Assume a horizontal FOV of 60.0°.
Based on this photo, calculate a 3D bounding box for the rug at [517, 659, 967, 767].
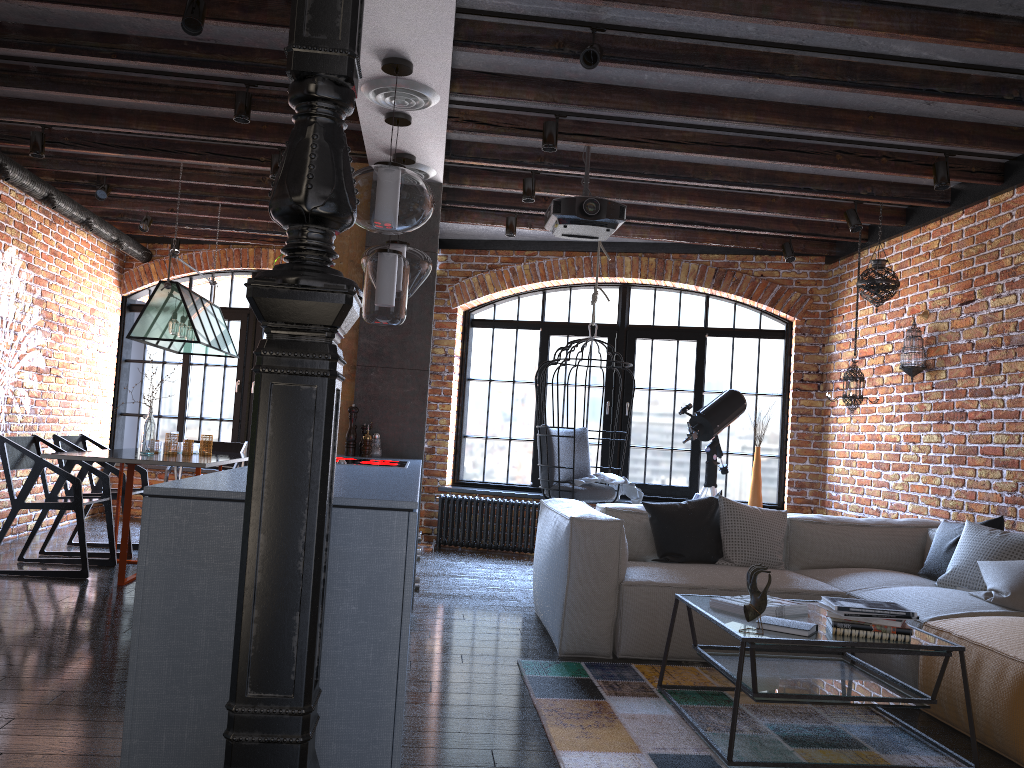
[{"bbox_3d":[0.843,1.224,2.875,1.432,0.013,2.365,4,-3,-5],"label":"rug"}]

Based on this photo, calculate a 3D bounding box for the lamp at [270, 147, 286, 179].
[{"bbox_3d":[-1.466,-1.386,5.567,0.082,0.184,0.113,6,-4,-39],"label":"lamp"}]

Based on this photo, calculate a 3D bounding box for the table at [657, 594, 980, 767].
[{"bbox_3d":[1.062,1.050,3.239,0.842,0.388,0.849,4,-3,-5],"label":"table"}]

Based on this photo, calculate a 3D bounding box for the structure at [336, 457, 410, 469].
[{"bbox_3d":[-0.728,0.365,4.062,0.504,0.057,0.764,4,-3,-5],"label":"structure"}]

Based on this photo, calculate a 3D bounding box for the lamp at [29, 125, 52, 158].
[{"bbox_3d":[-2.885,-1.484,5.415,0.123,0.188,0.083,2,-3,29],"label":"lamp"}]

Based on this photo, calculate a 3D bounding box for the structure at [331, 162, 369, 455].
[{"bbox_3d":[-1.131,-0.026,6.491,0.206,2.380,2.830,4,-3,-5],"label":"structure"}]

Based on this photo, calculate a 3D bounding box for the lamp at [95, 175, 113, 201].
[{"bbox_3d":[-2.965,-1.422,6.450,0.093,0.201,0.162,4,-3,-12],"label":"lamp"}]

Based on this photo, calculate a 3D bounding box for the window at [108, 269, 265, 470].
[{"bbox_3d":[-2.489,-0.142,8.416,3.144,2.232,0.177,3,-3,12],"label":"window"}]

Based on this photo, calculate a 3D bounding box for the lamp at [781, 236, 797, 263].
[{"bbox_3d":[2.176,-1.057,6.973,0.093,0.208,0.134,5,-4,-30],"label":"lamp"}]

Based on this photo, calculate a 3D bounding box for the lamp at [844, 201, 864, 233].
[{"bbox_3d":[2.278,-1.112,5.918,0.090,0.208,0.134,6,-4,-38],"label":"lamp"}]

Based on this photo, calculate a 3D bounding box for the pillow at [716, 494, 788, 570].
[{"bbox_3d":[1.307,0.806,4.802,0.543,0.402,0.250,5,-3,-23],"label":"pillow"}]

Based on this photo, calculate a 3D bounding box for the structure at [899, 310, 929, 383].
[{"bbox_3d":[2.618,-0.250,5.782,0.169,0.482,0.169,4,-3,-5],"label":"structure"}]

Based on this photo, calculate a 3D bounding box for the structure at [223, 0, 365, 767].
[{"bbox_3d":[3.215,0.217,3.448,8.516,2.393,0.481,5,-3,-25],"label":"structure"}]

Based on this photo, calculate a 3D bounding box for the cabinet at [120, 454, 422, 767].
[{"bbox_3d":[-0.689,0.745,3.444,0.607,0.844,2.961,4,-3,-5],"label":"cabinet"}]

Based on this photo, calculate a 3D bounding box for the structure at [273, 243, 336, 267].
[{"bbox_3d":[-1.124,-0.667,5.288,0.571,0.620,0.422,6,-4,-36],"label":"structure"}]

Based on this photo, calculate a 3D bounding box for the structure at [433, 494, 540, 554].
[{"bbox_3d":[-0.119,1.206,7.495,1.115,0.476,0.106,3,-3,12],"label":"structure"}]

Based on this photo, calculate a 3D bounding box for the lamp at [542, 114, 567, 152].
[{"bbox_3d":[0.222,-1.329,4.694,0.119,0.184,0.082,4,-3,-9],"label":"lamp"}]

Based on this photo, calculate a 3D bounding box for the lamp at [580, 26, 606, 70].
[{"bbox_3d":[0.334,-1.375,3.644,0.092,0.201,0.162,3,-3,11],"label":"lamp"}]

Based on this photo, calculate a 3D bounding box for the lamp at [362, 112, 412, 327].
[{"bbox_3d":[-0.545,-0.735,3.991,0.194,0.955,0.198,2,-3,25],"label":"lamp"}]

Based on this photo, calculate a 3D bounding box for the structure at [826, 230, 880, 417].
[{"bbox_3d":[2.402,-0.489,6.181,0.389,1.436,0.338,4,-3,-5],"label":"structure"}]

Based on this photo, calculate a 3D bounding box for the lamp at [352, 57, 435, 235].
[{"bbox_3d":[-0.465,-0.909,3.417,0.364,0.664,0.364,5,-3,-22],"label":"lamp"}]

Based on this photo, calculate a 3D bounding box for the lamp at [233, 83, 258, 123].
[{"bbox_3d":[-1.366,-1.440,4.534,0.116,0.184,0.082,1,-4,45],"label":"lamp"}]

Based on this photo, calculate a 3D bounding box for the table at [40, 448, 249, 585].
[{"bbox_3d":[-2.313,0.838,5.936,0.905,0.737,1.888,4,-3,-5],"label":"table"}]

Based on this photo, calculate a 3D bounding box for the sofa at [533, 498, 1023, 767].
[{"bbox_3d":[1.520,0.993,3.647,2.536,0.697,3.301,4,-3,-6],"label":"sofa"}]

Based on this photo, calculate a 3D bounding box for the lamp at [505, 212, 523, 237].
[{"bbox_3d":[0.014,-1.220,6.773,0.121,0.184,0.082,4,-3,-12],"label":"lamp"}]

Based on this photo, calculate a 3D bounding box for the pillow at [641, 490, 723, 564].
[{"bbox_3d":[0.970,0.771,4.796,0.538,0.417,0.239,5,-3,-16],"label":"pillow"}]

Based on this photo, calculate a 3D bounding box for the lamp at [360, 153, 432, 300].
[{"bbox_3d":[-0.583,-0.807,4.577,0.367,0.747,0.367,6,-4,-42],"label":"lamp"}]

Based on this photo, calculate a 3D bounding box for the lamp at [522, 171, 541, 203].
[{"bbox_3d":[0.120,-1.273,5.717,0.083,0.188,0.116,6,-4,-42],"label":"lamp"}]

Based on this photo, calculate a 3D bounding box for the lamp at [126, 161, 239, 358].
[{"bbox_3d":[-2.218,-0.873,6.211,0.465,1.266,1.258,4,-3,-5],"label":"lamp"}]

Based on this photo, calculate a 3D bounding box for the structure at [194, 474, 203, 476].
[{"bbox_3d":[-2.407,1.089,8.019,1.115,0.476,0.106,3,-3,12],"label":"structure"}]

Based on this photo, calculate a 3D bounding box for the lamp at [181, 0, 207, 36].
[{"bbox_3d":[-1.252,-1.480,3.517,0.093,0.210,0.145,4,-3,-13],"label":"lamp"}]

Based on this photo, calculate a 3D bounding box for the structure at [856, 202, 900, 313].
[{"bbox_3d":[2.394,-0.847,5.784,0.265,0.778,0.273,2,-4,34],"label":"structure"}]

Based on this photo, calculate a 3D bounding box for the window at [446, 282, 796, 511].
[{"bbox_3d":[0.950,0.047,7.866,3.293,2.232,0.177,3,-3,12],"label":"window"}]

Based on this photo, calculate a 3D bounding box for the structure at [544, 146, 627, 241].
[{"bbox_3d":[0.426,-1.250,5.023,0.409,0.816,0.464,4,-3,-5],"label":"structure"}]

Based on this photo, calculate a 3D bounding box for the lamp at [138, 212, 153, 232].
[{"bbox_3d":[-3.064,-1.368,7.437,0.093,0.206,0.160,4,-3,-9],"label":"lamp"}]

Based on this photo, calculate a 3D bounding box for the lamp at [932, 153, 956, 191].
[{"bbox_3d":[2.379,-1.172,4.900,0.085,0.194,0.113,6,-4,-34],"label":"lamp"}]
